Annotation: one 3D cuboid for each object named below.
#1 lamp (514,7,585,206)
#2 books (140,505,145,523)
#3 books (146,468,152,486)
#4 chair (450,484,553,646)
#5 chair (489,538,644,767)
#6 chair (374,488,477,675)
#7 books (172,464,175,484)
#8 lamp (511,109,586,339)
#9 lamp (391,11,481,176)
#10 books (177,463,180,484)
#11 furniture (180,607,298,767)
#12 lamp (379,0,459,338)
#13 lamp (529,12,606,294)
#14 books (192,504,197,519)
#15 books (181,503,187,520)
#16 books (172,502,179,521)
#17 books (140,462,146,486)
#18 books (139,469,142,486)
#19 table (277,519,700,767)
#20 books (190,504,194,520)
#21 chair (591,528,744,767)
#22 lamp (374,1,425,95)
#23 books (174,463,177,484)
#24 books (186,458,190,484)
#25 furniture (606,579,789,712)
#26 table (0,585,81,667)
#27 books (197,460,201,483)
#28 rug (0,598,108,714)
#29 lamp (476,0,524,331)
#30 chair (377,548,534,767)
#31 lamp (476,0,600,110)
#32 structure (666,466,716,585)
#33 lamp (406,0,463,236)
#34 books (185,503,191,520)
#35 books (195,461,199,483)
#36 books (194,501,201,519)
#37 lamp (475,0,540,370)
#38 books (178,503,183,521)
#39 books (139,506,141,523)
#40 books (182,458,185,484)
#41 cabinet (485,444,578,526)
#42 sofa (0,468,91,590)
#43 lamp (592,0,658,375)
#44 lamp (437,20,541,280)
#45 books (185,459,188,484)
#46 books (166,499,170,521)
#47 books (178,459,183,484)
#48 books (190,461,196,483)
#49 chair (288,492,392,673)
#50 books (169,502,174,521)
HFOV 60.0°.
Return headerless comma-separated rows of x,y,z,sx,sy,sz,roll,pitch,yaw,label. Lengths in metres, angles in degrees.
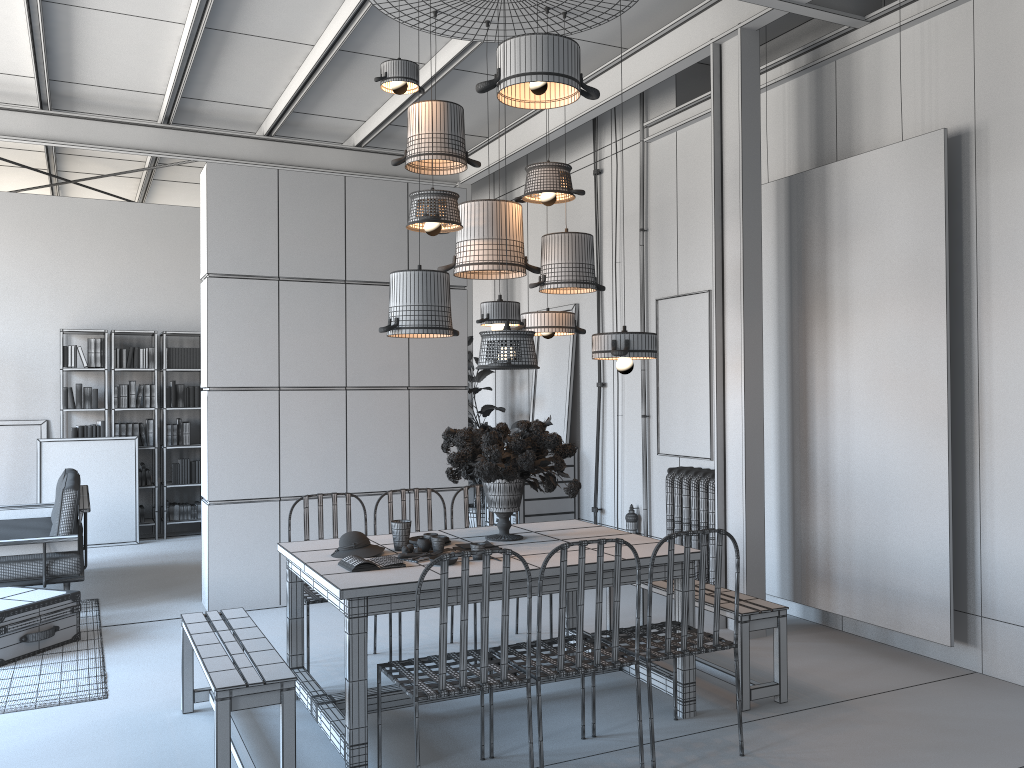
0.200,-1.518,4.856,0.359,1.094,0.301,0,-1,-8,lamp
-4.070,1.428,9.752,0.040,0.176,0.242,0,-1,-26,books
-4.006,1.025,9.756,0.061,0.177,0.246,0,-1,-27,books
-0.075,1.122,5.437,0.474,0.975,0.488,0,-1,-26,chair
0.216,1.101,3.687,0.474,0.975,0.488,0,-1,-26,chair
-0.521,1.123,5.219,0.474,0.975,0.488,0,-1,-26,chair
-3.753,0.996,9.835,0.022,0.227,0.165,0,-1,-26,books
0.204,-1.162,5.207,0.323,1.798,0.404,-1,-1,32,lamp
-0.420,-1.625,4.886,0.392,0.870,0.346,-1,-1,35,lamp
-3.713,0.996,9.855,0.022,0.227,0.165,0,-1,-26,books
-1.228,1.369,3.886,0.300,0.478,1.260,0,-1,-26,furniture
-0.436,-1.145,4.152,0.352,1.845,0.312,0,-1,0,lamp
0.303,-1.289,4.908,0.364,1.553,0.322,-1,-1,20,lamp
-3.574,1.436,9.974,0.033,0.158,0.241,0,-1,-26,books
-3.671,1.428,9.925,0.040,0.176,0.242,0,-1,-26,books
-3.754,1.423,9.895,0.056,0.185,0.260,0,-1,-26,books
-4.054,0.992,9.738,0.036,0.244,0.302,0,-1,-26,books
-4.089,1.024,9.710,0.048,0.180,0.257,0,-1,-26,books
-0.141,1.222,4.421,1.784,0.819,1.239,0,-1,-26,table
-3.603,1.436,9.959,0.033,0.158,0.241,0,-1,-26,books
0.674,1.100,3.911,0.474,0.975,0.488,0,-1,-26,chair
-0.582,-1.780,4.597,0.202,0.564,0.253,-1,-1,12,lamp
-3.734,0.996,9.845,0.022,0.227,0.165,0,-1,-26,books
-3.617,0.971,9.903,0.027,0.278,0.202,0,-1,-26,books
0.977,1.363,4.933,0.300,0.478,1.260,0,-1,-26,furniture
-3.146,1.489,5.470,0.706,0.330,0.667,-1,-1,19,table
-3.513,0.985,9.953,0.025,0.254,0.184,0,-1,-26,books
-3.517,1.642,5.272,1.961,0.007,2.524,0,-1,-26,rug
-0.065,-1.151,4.496,0.202,1.831,0.253,-1,-1,12,lamp
-0.230,1.102,3.469,0.474,0.975,0.488,0,-1,-26,chair
0.125,-1.722,4.255,0.403,0.687,0.505,-1,-1,42,lamp
1.447,1.145,6.723,0.328,1.007,0.733,0,-1,-26,structure
-0.398,-1.411,4.556,0.301,1.306,0.359,0,-1,-33,lamp
-3.635,1.427,9.943,0.040,0.176,0.242,0,-1,-26,books
-3.535,0.985,9.941,0.025,0.254,0.184,0,-1,-26,books
-3.542,1.423,10.004,0.047,0.184,0.271,0,-1,-26,books
-0.032,-1.070,4.056,0.301,2.004,0.359,0,-1,-28,lamp
-3.707,1.427,9.908,0.040,0.176,0.242,0,-1,-26,books
-4.118,1.424,9.739,0.056,0.185,0.260,0,-1,-26,books
-3.666,0.971,9.879,0.027,0.278,0.202,0,-1,-26,books
0.181,1.142,8.969,0.668,1.026,0.796,0,-1,-26,cabinet
-3.855,1.182,6.984,0.952,0.948,2.347,0,-1,-26,sofa
0.550,-1.059,4.395,0.323,2.026,0.404,0,-1,-23,lamp
-0.130,-1.337,5.014,0.470,1.447,0.415,-1,-1,35,lamp
-3.641,0.971,9.890,0.027,0.278,0.202,0,-1,-26,books
-3.838,1.405,9.859,0.033,0.223,0.275,0,-1,-26,books
-3.690,0.972,9.866,0.027,0.278,0.202,0,-1,-26,books
-3.585,0.987,9.941,0.057,0.244,0.180,0,-1,-26,books
-0.978,1.124,4.995,0.474,0.975,0.488,0,-1,-26,chair
-3.802,1.424,9.877,0.047,0.184,0.271,0,-1,-26,books
